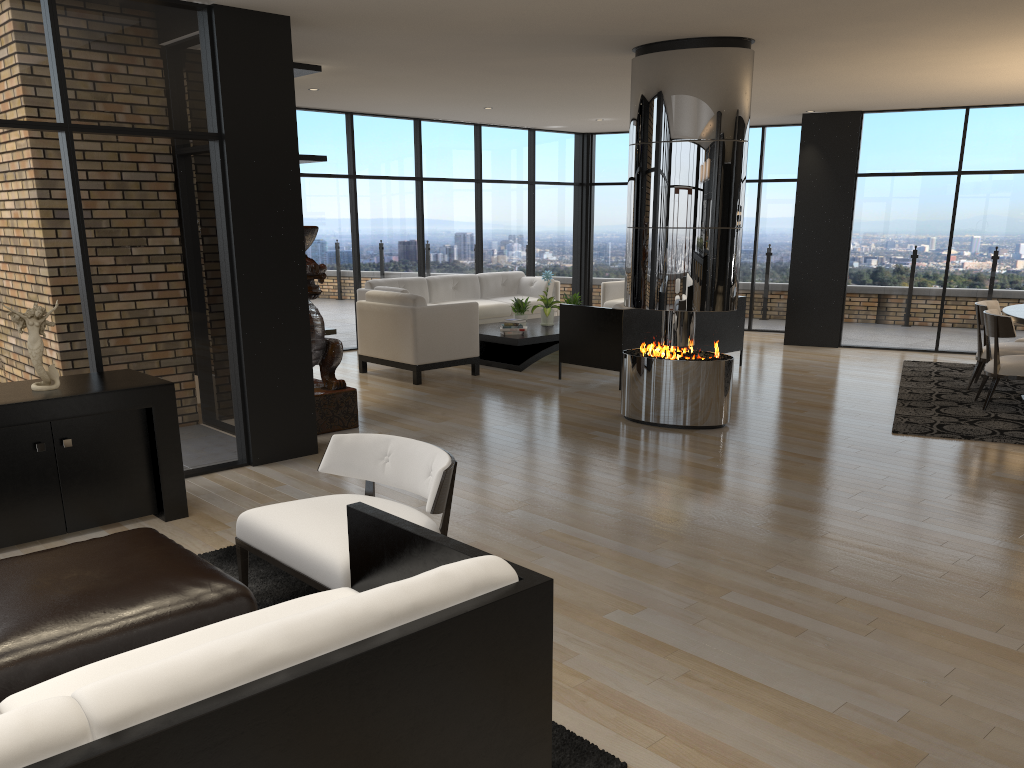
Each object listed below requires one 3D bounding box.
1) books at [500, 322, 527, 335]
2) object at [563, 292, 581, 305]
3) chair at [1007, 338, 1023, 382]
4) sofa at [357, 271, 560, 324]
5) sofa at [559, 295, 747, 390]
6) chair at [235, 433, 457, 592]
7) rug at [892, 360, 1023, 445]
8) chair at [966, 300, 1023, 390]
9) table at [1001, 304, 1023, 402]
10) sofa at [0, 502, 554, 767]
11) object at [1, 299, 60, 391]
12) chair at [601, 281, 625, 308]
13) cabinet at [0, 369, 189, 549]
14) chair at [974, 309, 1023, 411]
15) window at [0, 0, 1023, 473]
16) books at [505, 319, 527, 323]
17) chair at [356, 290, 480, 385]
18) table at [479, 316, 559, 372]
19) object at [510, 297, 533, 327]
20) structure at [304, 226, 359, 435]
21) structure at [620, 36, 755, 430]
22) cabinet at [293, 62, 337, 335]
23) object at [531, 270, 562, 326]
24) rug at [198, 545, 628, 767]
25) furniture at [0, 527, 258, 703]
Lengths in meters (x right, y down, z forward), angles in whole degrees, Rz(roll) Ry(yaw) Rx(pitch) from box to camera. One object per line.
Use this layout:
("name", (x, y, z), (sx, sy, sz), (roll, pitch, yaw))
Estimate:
("books", (0.020, -0.605, 9.539), (0.307, 0.129, 0.219), (-1, 12, -4))
("object", (0.721, -0.920, 10.535), (0.283, 0.378, 0.211), (6, 16, 24))
("chair", (5.243, -0.408, 8.478), (0.609, 0.825, 0.635), (-13, 19, -43))
("sofa", (-0.600, -0.944, 11.264), (2.667, 0.875, 0.844), (-10, 16, -42))
("sofa", (1.473, -0.518, 9.123), (2.011, 0.822, 0.828), (-10, 17, -42))
("chair", (-0.605, 0.610, 3.533), (0.677, 0.690, 0.796), (-12, 17, -42))
("rug", (4.857, 0.153, 7.700), (2.707, 0.011, 3.655), (5, 12, 24))
("chair", (4.521, -0.329, 8.070), (0.611, 0.825, 0.633), (9, 17, 34))
("table", (4.817, -0.213, 7.548), (1.204, 0.786, 2.069), (6, 13, 26))
("sofa", (-0.928, 0.872, 1.792), (2.011, 0.822, 0.828), (-10, 17, -42))
("object", (-2.342, -0.198, 4.368), (0.254, 0.470, 0.104), (-13, 20, -40))
("chair", (1.789, -0.999, 11.522), (0.846, 0.875, 0.989), (-12, 18, -42))
("cabinet", (-3.078, 0.508, 3.919), (3.008, 0.757, 0.614), (-10, 17, -42))
("chair", (4.190, -0.183, 7.302), (0.615, 0.825, 0.629), (4, 14, 17))
("window", (-0.005, -1.815, 5.026), (10.059, 4.895, 15.652), (8, 14, 33))
("books", (0.037, -0.680, 9.515), (0.183, 0.027, 0.152), (8, 14, 37))
("chair", (-0.957, -0.528, 9.062), (0.846, 0.875, 0.989), (-12, 18, -42))
("table", (0.370, -0.503, 10.299), (2.011, 0.359, 1.250), (-10, 15, -42))
("object", (0.095, -0.815, 9.990), (0.284, 0.378, 0.210), (2, 15, 10))
("structure", (-1.620, -0.462, 6.709), (0.511, 1.630, 0.722), (-14, 20, -41))
("structure", (1.287, -1.060, 6.669), (0.885, 2.806, 0.577), (10, 18, 33))
("cabinet", (-2.833, -1.300, 8.001), (1.173, 2.804, 2.630), (-13, 19, -41))
("object", (0.427, -0.995, 10.210), (0.354, 0.646, 0.363), (-6, 16, -23))
("rug", (-1.622, 1.149, 2.510), (3.003, 0.012, 2.452), (-10, 14, -41))
("furniture", (-1.390, 0.833, 2.884), (0.819, 0.494, 0.818), (-11, 16, -42))
